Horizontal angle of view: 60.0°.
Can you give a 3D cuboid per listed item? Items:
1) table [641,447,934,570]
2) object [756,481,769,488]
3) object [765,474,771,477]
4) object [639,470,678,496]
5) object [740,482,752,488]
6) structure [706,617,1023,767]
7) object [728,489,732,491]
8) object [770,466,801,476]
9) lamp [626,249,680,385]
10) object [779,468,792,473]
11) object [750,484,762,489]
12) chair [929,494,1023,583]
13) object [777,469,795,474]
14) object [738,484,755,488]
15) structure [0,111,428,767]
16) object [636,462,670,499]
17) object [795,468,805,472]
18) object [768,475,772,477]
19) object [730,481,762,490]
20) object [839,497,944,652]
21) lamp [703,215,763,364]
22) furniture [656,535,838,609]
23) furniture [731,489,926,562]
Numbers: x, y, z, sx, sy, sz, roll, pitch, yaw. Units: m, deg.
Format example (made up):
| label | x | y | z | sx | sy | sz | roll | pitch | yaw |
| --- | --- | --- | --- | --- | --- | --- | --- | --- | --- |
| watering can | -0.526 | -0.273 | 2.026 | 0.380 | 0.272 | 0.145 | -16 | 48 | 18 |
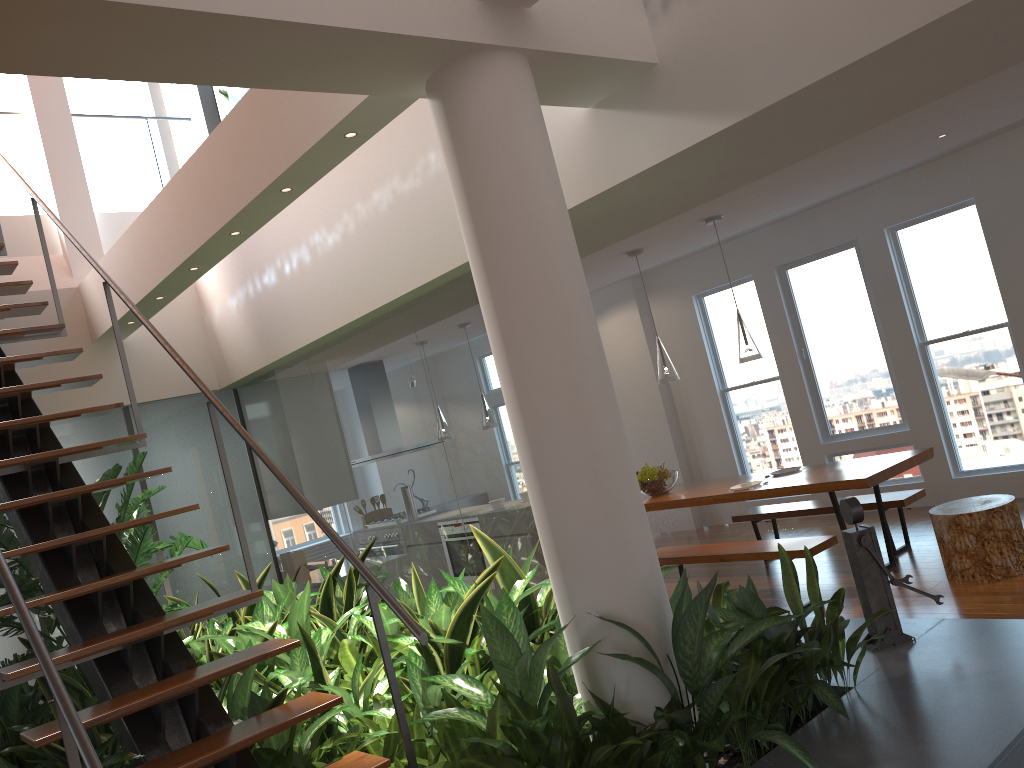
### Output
| label | x | y | z | sx | sy | sz | roll | pitch | yaw |
| --- | --- | --- | --- | --- | --- | --- | --- | --- | --- |
| table | 0.643 | 1.399 | 7.748 | 0.893 | 0.704 | 5.996 | -12 | -3 | -40 |
| object | 1.686 | 0.682 | 5.988 | 0.149 | 0.014 | 0.044 | -12 | -4 | -41 |
| object | 1.876 | 0.654 | 6.423 | 0.149 | 0.014 | 0.044 | -12 | -3 | -39 |
| object | 1.145 | 0.798 | 6.974 | 0.360 | 0.159 | 0.360 | -15 | -3 | 13 |
| object | 1.611 | 0.696 | 6.100 | 0.079 | 0.030 | 0.070 | -15 | -3 | 13 |
| structure | -0.407 | 1.651 | 3.655 | 3.088 | 0.386 | 5.584 | -12 | -3 | -40 |
| object | 1.551 | 0.721 | 6.185 | 0.158 | 0.017 | 0.019 | -12 | -3 | -35 |
| object | 1.958 | 0.626 | 6.335 | 0.222 | 0.020 | 0.222 | -17 | -4 | 42 |
| lamp | 1.014 | -0.527 | 6.470 | 0.160 | 1.060 | 0.160 | -14 | -3 | -13 |
| object | 1.956 | 0.620 | 6.335 | 0.079 | 0.030 | 0.070 | -14 | -3 | 3 |
| object | 1.668 | 0.692 | 6.014 | 0.164 | 0.006 | 0.017 | -12 | -3 | -35 |
| chair | 2.739 | 0.900 | 5.187 | 0.460 | 0.400 | 0.460 | -13 | -3 | -30 |
| object | 1.959 | 0.630 | 6.335 | 0.124 | 0.011 | 0.124 | -16 | -3 | 32 |
| object | 1.614 | 0.706 | 6.099 | 0.124 | 0.011 | 0.124 | -13 | -3 | -19 |
| structure | -1.488 | -0.206 | 4.121 | 2.552 | 4.265 | 4.591 | -12 | -3 | -40 |
| object | 1.101 | 0.744 | 6.972 | 0.292 | 0.284 | 0.394 | -15 | -3 | 14 |
| object | 2.033 | 0.602 | 6.262 | 0.158 | 0.017 | 0.019 | -12 | -4 | -45 |
| object | 1.893 | 0.653 | 6.409 | 0.164 | 0.006 | 0.017 | -12 | -4 | -45 |
| object | 1.613 | 0.702 | 6.100 | 0.222 | 0.020 | 0.222 | -14 | -3 | 0 |
| object | 1.412 | 0.687 | 3.350 | 0.318 | 0.565 | 0.134 | -14 | -3 | -4 |
| lamp | 1.459 | -0.666 | 5.918 | 0.160 | 1.060 | 0.160 | -14 | -3 | -13 |
| furniture | 1.453 | 1.266 | 5.810 | 0.316 | 0.389 | 1.433 | -12 | -3 | -40 |
| furniture | 2.346 | 1.076 | 6.578 | 0.316 | 0.389 | 1.433 | -12 | -3 | -40 |
